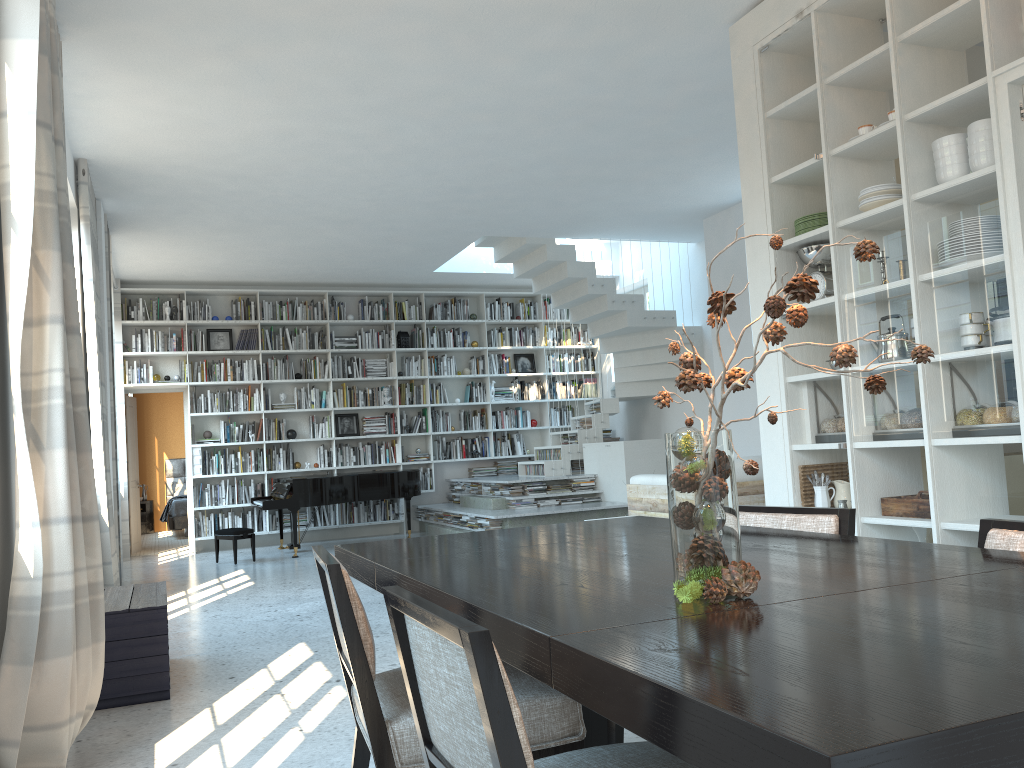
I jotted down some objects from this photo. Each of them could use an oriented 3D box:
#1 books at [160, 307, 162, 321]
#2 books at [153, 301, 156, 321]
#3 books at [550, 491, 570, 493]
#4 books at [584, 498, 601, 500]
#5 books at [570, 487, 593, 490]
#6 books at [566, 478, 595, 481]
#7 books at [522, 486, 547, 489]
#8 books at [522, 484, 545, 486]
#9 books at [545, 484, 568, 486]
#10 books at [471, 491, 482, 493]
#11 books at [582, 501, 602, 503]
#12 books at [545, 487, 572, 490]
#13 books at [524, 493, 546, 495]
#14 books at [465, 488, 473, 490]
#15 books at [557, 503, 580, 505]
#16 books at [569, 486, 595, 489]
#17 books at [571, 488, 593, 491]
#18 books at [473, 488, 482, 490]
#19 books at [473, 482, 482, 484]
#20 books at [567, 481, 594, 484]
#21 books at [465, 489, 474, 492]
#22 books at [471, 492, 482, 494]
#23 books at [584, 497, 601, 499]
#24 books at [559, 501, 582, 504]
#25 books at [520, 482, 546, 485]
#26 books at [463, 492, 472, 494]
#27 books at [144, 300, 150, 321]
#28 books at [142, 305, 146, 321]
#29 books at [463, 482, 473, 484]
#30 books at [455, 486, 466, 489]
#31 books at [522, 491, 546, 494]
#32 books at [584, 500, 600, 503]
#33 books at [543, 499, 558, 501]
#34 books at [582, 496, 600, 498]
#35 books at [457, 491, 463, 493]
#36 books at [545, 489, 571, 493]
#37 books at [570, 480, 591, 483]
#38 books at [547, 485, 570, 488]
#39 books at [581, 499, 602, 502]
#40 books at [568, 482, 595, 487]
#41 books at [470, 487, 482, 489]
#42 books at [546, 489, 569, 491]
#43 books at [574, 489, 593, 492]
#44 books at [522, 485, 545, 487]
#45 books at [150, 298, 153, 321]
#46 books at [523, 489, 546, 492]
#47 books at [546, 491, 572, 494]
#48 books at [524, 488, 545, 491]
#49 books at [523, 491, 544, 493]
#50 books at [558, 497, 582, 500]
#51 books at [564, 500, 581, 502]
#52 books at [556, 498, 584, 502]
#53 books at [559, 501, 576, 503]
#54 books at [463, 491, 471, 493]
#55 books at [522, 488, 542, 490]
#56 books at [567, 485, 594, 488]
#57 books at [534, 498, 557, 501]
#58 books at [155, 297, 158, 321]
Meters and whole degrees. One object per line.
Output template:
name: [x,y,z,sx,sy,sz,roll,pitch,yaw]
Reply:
books: [-4.188,-0.817,10.581,0.024,0.187,0.159,-2,-4,-22]
books: [-4.261,-0.848,10.571,0.030,0.257,0.130,-2,-4,-22]
books: [0.511,1.222,10.046,0.287,0.005,0.165,-2,-4,-17]
books: [0.879,1.308,10.079,0.225,0.007,0.133,-2,-4,-18]
books: [0.781,1.197,10.175,0.262,0.016,0.132,-1,-5,-27]
books: [0.784,1.092,10.158,0.285,0.013,0.181,-1,-5,-27]
books: [0.251,1.159,9.938,0.230,0.015,0.190,-2,-4,-17]
books: [0.243,1.131,9.955,0.228,0.009,0.159,-1,-5,-26]
books: [0.507,1.148,10.051,0.203,0.011,0.173,-1,-5,-27]
books: [-0.383,1.319,10.902,0.177,0.014,0.247,-2,-5,-24]
books: [0.884,1.340,10.067,0.261,0.006,0.151,-1,-5,-26]
books: [0.513,1.182,10.039,0.273,0.014,0.188,-1,-5,-27]
books: [0.251,1.233,9.944,0.216,0.015,0.178,-2,-5,-24]
books: [-0.477,1.317,11.175,0.154,0.018,0.221,-2,-5,-23]
books: [0.634,1.347,9.978,0.249,0.009,0.144,-2,-5,-23]
books: [0.789,1.183,10.152,0.281,0.008,0.181,-2,-4,-17]
books: [0.783,1.208,10.169,0.259,0.009,0.152,-2,-5,-25]
books: [-0.375,1.286,10.908,0.159,0.018,0.203,-2,-5,-24]
books: [-0.378,1.213,10.913,0.139,0.028,0.262,-2,-4,-17]
books: [0.785,1.129,10.159,0.261,0.012,0.180,-2,-4,-18]
books: [-0.486,1.337,11.170,0.164,0.023,0.242,-2,-4,-18]
books: [-0.388,1.332,10.899,0.182,0.011,0.253,-2,-4,-18]
books: [0.876,1.298,10.085,0.229,0.014,0.133,-2,-5,-23]
books: [0.641,1.331,9.960,0.250,0.018,0.177,-2,-4,-19]
books: [0.234,1.120,9.975,0.261,0.016,0.129,-2,-5,-23]
books: [-0.488,1.367,11.167,0.183,0.012,0.297,-2,-5,-23]
books: [-4.325,-0.852,10.509,0.057,0.262,0.191,-2,-4,-22]
books: [-4.357,-0.822,10.500,0.030,0.206,0.175,-2,-4,-22]
books: [-0.494,1.244,11.175,0.165,0.015,0.243,-1,-5,-27]
books: [-0.610,1.331,11.450,0.189,0.030,0.238,-2,-5,-25]
books: [0.245,1.221,9.959,0.227,0.013,0.148,-2,-5,-24]
books: [0.882,1.333,10.072,0.179,0.010,0.160,-2,-5,-22]
books: [0.368,1.293,9.872,0.242,0.005,0.153,-2,-4,-21]
books: [0.875,1.287,10.085,0.215,0.007,0.131,-2,-4,-20]
books: [-0.595,1.392,11.451,0.173,0.017,0.233,-2,-5,-23]
books: [0.503,1.215,10.066,0.293,0.014,0.134,-2,-5,-25]
books: [0.781,1.112,10.166,0.192,0.024,0.167,-2,-4,-17]
books: [0.505,1.160,10.056,0.245,0.013,0.173,-2,-5,-23]
books: [0.881,1.319,10.075,0.234,0.017,0.151,-2,-4,-21]
books: [0.783,1.150,10.165,0.284,0.030,0.177,-2,-4,-21]
books: [-0.385,1.269,10.905,0.179,0.017,0.293,-2,-4,-21]
books: [0.508,1.198,10.052,0.214,0.015,0.177,-2,-4,-21]
books: [0.788,1.217,10.159,0.220,0.011,0.177,-2,-5,-24]
books: [0.240,1.145,9.962,0.221,0.018,0.154,-2,-4,-21]
books: [-4.287,-0.862,10.542,0.039,0.282,0.182,-2,-4,-22]
books: [0.250,1.194,9.943,0.215,0.013,0.189,-2,-5,-23]
books: [0.511,1.228,10.046,0.291,0.007,0.174,-2,-4,-19]
books: [0.245,1.183,9.954,0.210,0.012,0.168,-2,-4,-21]
books: [0.242,1.209,9.964,0.207,0.012,0.131,-1,-5,-26]
books: [0.629,1.288,9.966,0.275,0.009,0.176,-2,-5,-22]
books: [0.631,1.315,9.982,0.273,0.009,0.129,-2,-4,-19]
books: [0.640,1.300,9.959,0.287,0.018,0.190,-2,-5,-23]
books: [0.638,1.320,9.966,0.254,0.005,0.161,-1,-5,-26]
books: [-0.493,1.355,11.165,0.190,0.012,0.235,-2,-5,-24]
books: [0.244,1.173,9.957,0.260,0.009,0.153,-2,-4,-19]
books: [0.781,1.173,10.172,0.268,0.014,0.160,-2,-5,-23]
books: [0.366,1.284,9.875,0.220,0.013,0.149,-2,-5,-23]
books: [-4.236,-0.874,10.567,0.014,0.304,0.145,-2,-4,-22]
